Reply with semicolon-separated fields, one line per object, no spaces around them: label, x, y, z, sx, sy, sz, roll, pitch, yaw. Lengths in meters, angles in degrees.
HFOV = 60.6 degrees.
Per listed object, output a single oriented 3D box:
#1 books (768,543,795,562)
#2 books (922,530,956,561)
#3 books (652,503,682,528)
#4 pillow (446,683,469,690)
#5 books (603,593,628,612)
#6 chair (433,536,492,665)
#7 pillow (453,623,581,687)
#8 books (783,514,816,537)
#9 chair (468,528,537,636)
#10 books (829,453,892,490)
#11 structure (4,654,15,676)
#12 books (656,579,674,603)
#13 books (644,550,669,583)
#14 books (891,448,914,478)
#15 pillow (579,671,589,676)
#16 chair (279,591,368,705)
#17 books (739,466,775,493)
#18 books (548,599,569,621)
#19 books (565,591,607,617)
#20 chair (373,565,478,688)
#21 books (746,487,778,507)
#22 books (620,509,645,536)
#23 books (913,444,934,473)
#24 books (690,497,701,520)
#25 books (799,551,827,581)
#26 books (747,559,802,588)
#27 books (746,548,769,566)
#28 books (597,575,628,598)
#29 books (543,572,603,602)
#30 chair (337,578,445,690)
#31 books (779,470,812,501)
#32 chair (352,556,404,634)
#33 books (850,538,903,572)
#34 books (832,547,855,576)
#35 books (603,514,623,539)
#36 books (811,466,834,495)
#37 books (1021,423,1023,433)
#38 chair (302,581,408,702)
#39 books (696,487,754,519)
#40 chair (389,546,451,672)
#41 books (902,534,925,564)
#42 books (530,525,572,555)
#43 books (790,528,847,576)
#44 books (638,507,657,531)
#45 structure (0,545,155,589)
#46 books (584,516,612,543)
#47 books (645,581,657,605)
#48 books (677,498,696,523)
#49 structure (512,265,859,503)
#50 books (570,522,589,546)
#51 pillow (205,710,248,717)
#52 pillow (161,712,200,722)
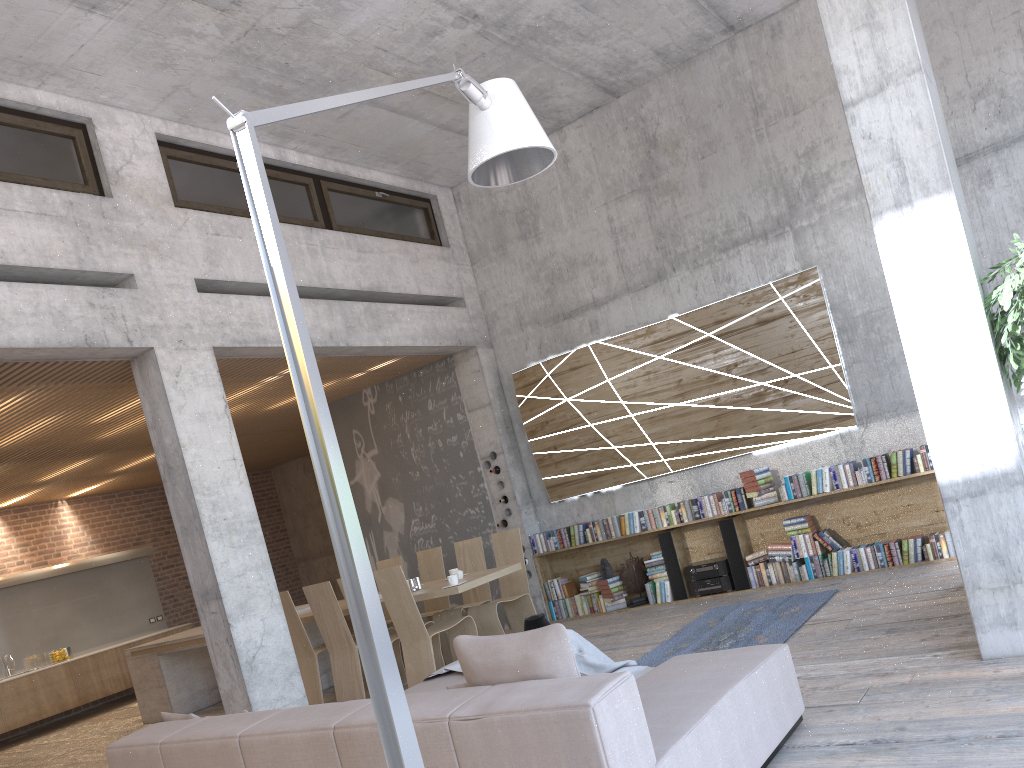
books;2.599;1.622;8.443;0.248;0.192;0.152;-17;-3;34
books;3.776;1.418;7.719;0.284;0.220;0.206;-17;-4;32
books;1.618;1.359;9.068;0.282;0.220;0.168;-18;-3;35
pillow;-0.054;1.409;3.770;0.378;0.372;0.168;-15;0;8
books;1.134;2.378;9.557;0.259;0.150;0.251;-14;-5;-11
chair;-0.491;2.219;8.923;0.355;1.192;0.711;-14;-1;29
pillow;0.070;1.240;3.535;0.575;0.556;0.217;-17;-1;36
books;2.746;1.353;8.381;0.244;0.160;0.187;-18;-5;34
chair;-0.113;2.077;8.595;0.355;1.192;0.710;-14;-1;33
books;3.177;0.801;7.983;0.500;0.220;0.211;-19;-4;34
structure;-6.930;3.980;12.202;0.253;0.475;0.113;-15;0;34
books;1.624;2.175;9.243;0.203;0.228;0.186;-16;-3;34
books;1.557;1.922;9.271;0.256;0.322;0.215;-16;-2;36
books;3.468;0.698;7.792;0.203;0.228;0.186;-16;-3;34
pillow;0.355;1.279;3.397;0.149;0.375;0.375;-15;-3;-24
chair;-1.869;2.545;8.640;0.355;1.192;0.709;-14;-1;38
books;2.369;0.924;8.477;0.242;0.210;0.193;-12;-4;-35
books;0.541;2.563;10.006;0.279;0.220;0.201;-17;-4;34
books;0.861;2.444;9.812;0.504;0.237;0.238;-19;-5;34
chair;-0.702;2.117;7.706;0.355;1.192;0.709;-14;-1;37
books;2.426;1.094;8.480;0.283;0.150;0.224;-14;-5;-9
books;1.283;1.469;9.304;0.254;0.228;0.186;-17;-3;34
books;3.660;0.629;7.644;0.284;0.220;0.206;-17;-4;32
books;1.896;1.264;8.917;0.056;0.220;0.186;-14;-2;33
books;2.871;1.733;8.343;0.231;0.220;0.211;-17;-4;34
books;2.584;1.832;8.584;0.504;0.237;0.238;-19;-5;34
books;2.444;1.698;8.628;0.239;0.139;0.189;-18;-5;35
books;1.094;2.206;9.542;0.242;0.210;0.193;-12;-4;-35
books;0.721;2.269;9.863;0.732;0.261;0.296;-20;-6;38
chair;-1.072;2.259;8.045;0.355;1.192;0.709;-14;-1;38
books;2.690;0.967;8.313;0.284;0.220;0.206;-17;-4;32
chair;-1.377;2.511;9.382;0.355;1.192;0.711;-14;-1;27
books;3.350;1.571;8.024;0.426;0.220;0.201;-18;-4;34
books;3.087;1.654;8.176;0.203;0.228;0.186;-16;-3;34
books;1.109;1.531;9.428;0.159;0.220;0.186;-16;-3;33
books;2.888;0.895;8.160;0.203;0.228;0.186;-16;-3;34
books;4.328;0.395;7.140;0.282;0.220;0.168;-18;-3;35
chair;-1.468;2.402;8.346;0.355;1.192;0.711;-14;-1;30
books;2.116;1.181;8.737;0.500;0.220;0.211;-19;-4;34
chair;-0.940;2.365;9.144;0.355;1.192;0.710;-14;-1;33
books;3.597;1.483;7.858;0.203;0.228;0.186;-16;-3;34
books;0.467;1.765;9.911;0.500;0.220;0.211;-19;-4;34
books;2.927;1.603;8.296;0.460;0.448;0.211;-17;-1;34
books;1.443;1.419;9.190;0.159;0.220;0.152;-16;-2;34
structure;-7.001;2.787;12.619;0.212;0.156;4.025;-17;-7;33
books;0.950;1.593;9.571;0.284;0.220;0.206;-17;-4;32
books;1.509;2.219;9.344;0.076;0.220;0.201;-15;-2;33
books;1.817;1.294;8.983;0.158;0.220;0.201;-16;-3;33
structure;1.557;0.140;8.922;3.481;1.532;0.352;-19;-2;34
books;0.757;1.661;9.719;0.203;0.228;0.186;-16;-3;34
pillow;-1.395;1.861;4.578;0.377;0.358;0.183;-17;-2;33
pillow;-1.730;1.938;4.784;0.370;0.366;0.184;-17;-2;39
